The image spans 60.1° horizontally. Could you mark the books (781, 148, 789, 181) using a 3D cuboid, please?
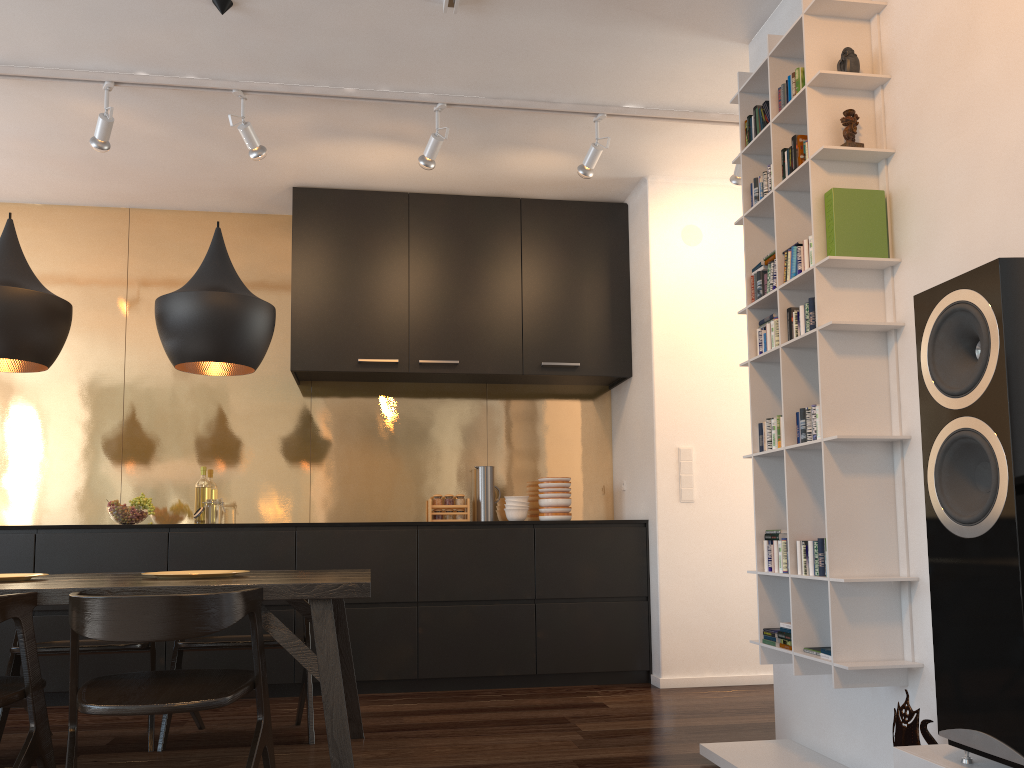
[{"bbox_3d":[0.897,-0.696,2.825,0.069,0.106,0.023,0,-6,-9],"label":"books"}]

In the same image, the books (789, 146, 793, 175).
[{"bbox_3d":[0.906,-0.697,2.777,0.069,0.092,0.020,0,-6,-9],"label":"books"}]

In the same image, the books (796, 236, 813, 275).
[{"bbox_3d":[0.944,-0.394,2.690,0.122,0.111,0.138,1,-8,-9],"label":"books"}]

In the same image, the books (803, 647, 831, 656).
[{"bbox_3d":[0.952,0.809,2.676,0.093,0.012,0.112,1,-10,-9],"label":"books"}]

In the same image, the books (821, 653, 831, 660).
[{"bbox_3d":[0.949,0.790,2.559,0.069,0.013,0.093,1,-10,-9],"label":"books"}]

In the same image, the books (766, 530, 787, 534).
[{"bbox_3d":[0.911,0.491,2.941,0.093,0.012,0.112,1,-10,-9],"label":"books"}]

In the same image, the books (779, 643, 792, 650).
[{"bbox_3d":[0.901,0.831,2.794,0.069,0.016,0.108,1,-10,-9],"label":"books"}]

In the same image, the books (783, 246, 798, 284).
[{"bbox_3d":[0.917,-0.372,2.796,0.096,0.106,0.088,1,-7,-9],"label":"books"}]

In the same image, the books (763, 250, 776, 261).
[{"bbox_3d":[0.896,-0.428,2.914,0.093,0.014,0.113,1,-10,-9],"label":"books"}]

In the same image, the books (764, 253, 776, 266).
[{"bbox_3d":[0.887,-0.413,2.912,0.069,0.017,0.108,1,-10,-9],"label":"books"}]

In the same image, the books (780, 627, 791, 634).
[{"bbox_3d":[0.900,0.778,2.791,0.069,0.013,0.093,1,-10,-9],"label":"books"}]

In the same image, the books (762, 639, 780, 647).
[{"bbox_3d":[0.880,0.849,2.907,0.074,0.015,0.099,1,-10,-9],"label":"books"}]

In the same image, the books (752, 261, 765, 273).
[{"bbox_3d":[0.874,-0.401,3.036,0.069,0.013,0.094,0,-10,-4],"label":"books"}]

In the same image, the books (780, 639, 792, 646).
[{"bbox_3d":[0.899,0.814,2.787,0.069,0.013,0.093,1,-10,-9],"label":"books"}]

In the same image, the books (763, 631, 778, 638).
[{"bbox_3d":[0.879,0.823,2.912,0.069,0.015,0.093,1,-10,-9],"label":"books"}]

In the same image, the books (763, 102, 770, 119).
[{"bbox_3d":[0.882,-0.900,2.942,0.069,0.097,0.058,0,-7,-9],"label":"books"}]

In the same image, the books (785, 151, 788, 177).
[{"bbox_3d":[0.903,-0.692,2.807,0.069,0.091,0.014,0,-6,-9],"label":"books"}]

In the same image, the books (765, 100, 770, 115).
[{"bbox_3d":[0.883,-0.902,2.933,0.069,0.097,0.058,0,-7,-9],"label":"books"}]

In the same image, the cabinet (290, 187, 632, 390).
[{"bbox_3d":[-0.300,-0.539,5.308,1.955,1.042,0.536,1,-7,-9],"label":"cabinet"}]

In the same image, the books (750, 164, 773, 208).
[{"bbox_3d":[0.900,-0.669,2.998,0.108,0.111,0.224,1,-9,-9],"label":"books"}]

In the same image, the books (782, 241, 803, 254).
[{"bbox_3d":[0.911,-0.429,2.794,0.069,0.008,0.108,1,-10,-9],"label":"books"}]

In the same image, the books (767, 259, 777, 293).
[{"bbox_3d":[0.902,-0.352,2.911,0.096,0.107,0.115,1,-8,-9],"label":"books"}]

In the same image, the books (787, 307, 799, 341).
[{"bbox_3d":[0.915,-0.183,2.812,0.074,0.114,0.029,0,-6,-9],"label":"books"}]

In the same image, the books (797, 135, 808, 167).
[{"bbox_3d":[0.917,-0.713,2.731,0.069,0.106,0.016,0,-6,-9],"label":"books"}]

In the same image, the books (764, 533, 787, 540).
[{"bbox_3d":[0.894,0.508,2.938,0.069,0.023,0.108,1,-10,-9],"label":"books"}]

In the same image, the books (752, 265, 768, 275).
[{"bbox_3d":[0.877,-0.387,3.039,0.069,0.013,0.093,1,-10,-9],"label":"books"}]

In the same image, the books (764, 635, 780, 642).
[{"bbox_3d":[0.881,0.835,2.909,0.069,0.013,0.093,1,-10,-9],"label":"books"}]

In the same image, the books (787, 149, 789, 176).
[{"bbox_3d":[0.904,-0.694,2.793,0.069,0.091,0.014,0,-6,-9],"label":"books"}]

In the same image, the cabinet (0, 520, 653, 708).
[{"bbox_3d":[-1.793,1.217,4.797,5.063,0.893,0.739,1,-7,-9],"label":"cabinet"}]

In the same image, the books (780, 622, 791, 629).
[{"bbox_3d":[0.900,0.764,2.793,0.069,0.013,0.093,1,-10,-9],"label":"books"}]

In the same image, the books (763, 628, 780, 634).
[{"bbox_3d":[0.881,0.812,2.908,0.069,0.009,0.108,1,-10,-9],"label":"books"}]

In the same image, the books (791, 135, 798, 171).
[{"bbox_3d":[0.911,-0.713,2.754,0.074,0.114,0.029,0,-6,-9],"label":"books"}]

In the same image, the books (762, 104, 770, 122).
[{"bbox_3d":[0.880,-0.899,2.951,0.069,0.097,0.058,0,-7,-9],"label":"books"}]

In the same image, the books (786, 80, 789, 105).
[{"bbox_3d":[0.912,-0.919,2.835,0.069,0.106,0.012,0,-6,-9],"label":"books"}]

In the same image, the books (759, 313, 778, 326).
[{"bbox_3d":[0.910,-0.218,3.015,0.096,0.022,0.112,1,-10,-9],"label":"books"}]

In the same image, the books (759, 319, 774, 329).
[{"bbox_3d":[0.907,-0.202,3.011,0.093,0.012,0.112,1,-10,-9],"label":"books"}]

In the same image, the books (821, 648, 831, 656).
[{"bbox_3d":[0.946,0.776,2.556,0.069,0.013,0.094,0,-10,-4],"label":"books"}]

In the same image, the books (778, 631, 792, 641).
[{"bbox_3d":[0.896,0.798,2.796,0.069,0.023,0.108,1,-10,-9],"label":"books"}]

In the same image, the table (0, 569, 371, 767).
[{"bbox_3d":[-1.730,0.991,2.902,2.500,0.674,1.117,1,-9,-9],"label":"table"}]
